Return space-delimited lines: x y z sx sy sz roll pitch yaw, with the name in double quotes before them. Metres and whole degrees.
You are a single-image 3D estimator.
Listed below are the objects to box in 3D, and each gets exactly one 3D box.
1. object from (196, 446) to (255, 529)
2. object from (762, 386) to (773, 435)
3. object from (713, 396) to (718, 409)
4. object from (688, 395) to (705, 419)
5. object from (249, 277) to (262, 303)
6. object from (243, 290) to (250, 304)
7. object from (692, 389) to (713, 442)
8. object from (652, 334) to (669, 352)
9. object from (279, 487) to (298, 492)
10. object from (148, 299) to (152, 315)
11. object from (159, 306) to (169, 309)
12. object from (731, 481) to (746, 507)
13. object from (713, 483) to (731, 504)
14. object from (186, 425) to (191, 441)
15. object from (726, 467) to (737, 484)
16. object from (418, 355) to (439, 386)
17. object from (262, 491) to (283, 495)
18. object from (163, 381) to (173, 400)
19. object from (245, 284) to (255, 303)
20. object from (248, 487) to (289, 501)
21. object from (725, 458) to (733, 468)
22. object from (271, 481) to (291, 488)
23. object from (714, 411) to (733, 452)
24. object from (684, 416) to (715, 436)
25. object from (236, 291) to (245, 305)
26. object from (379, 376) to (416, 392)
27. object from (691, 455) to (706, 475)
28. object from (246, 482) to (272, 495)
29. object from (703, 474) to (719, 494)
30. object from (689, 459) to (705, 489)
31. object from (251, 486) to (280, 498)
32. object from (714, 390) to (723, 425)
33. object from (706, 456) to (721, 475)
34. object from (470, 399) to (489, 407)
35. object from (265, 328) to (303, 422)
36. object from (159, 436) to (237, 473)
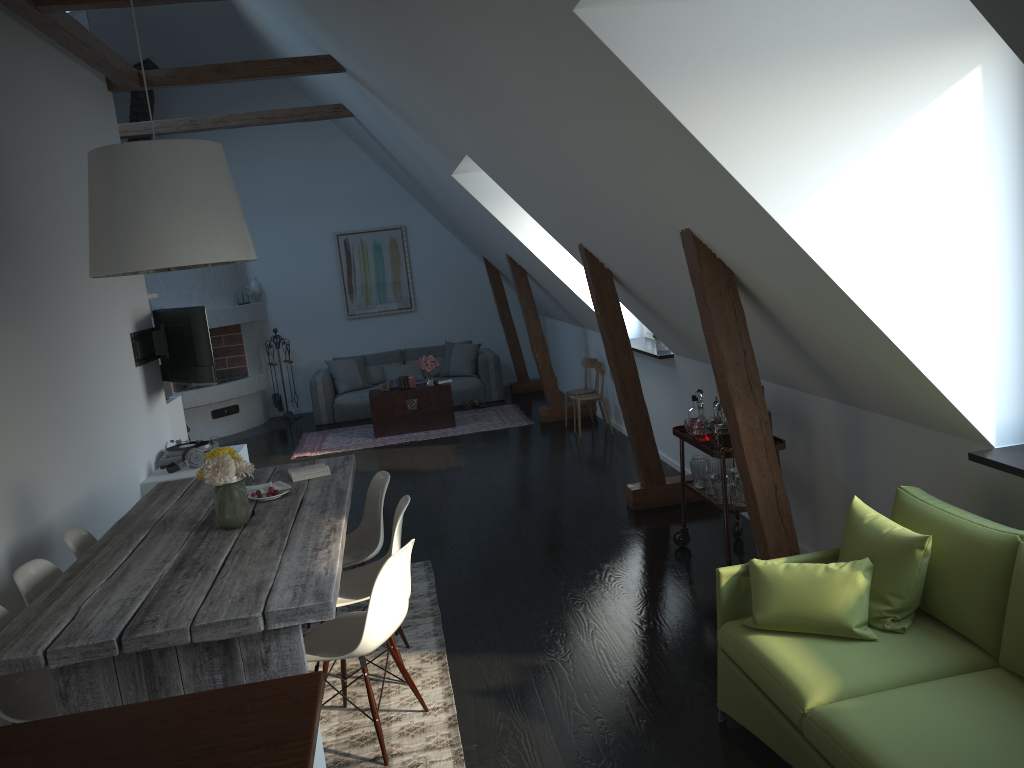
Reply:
"object" -1.273 0.460 3.967 0.233 0.365 0.293 -13 10 -36
"object" 1.325 0.161 4.676 0.081 0.308 0.081 -9 9 -15
"object" 1.211 0.165 5.183 0.052 0.182 0.135 -2 10 29
"object" 1.076 0.166 5.176 0.087 0.206 0.087 -4 9 17
"object" -3.460 -1.248 11.949 0.165 0.368 0.165 -12 10 -35
"object" -3.488 -1.137 11.627 0.092 0.180 0.092 -4 9 15
"object" 1.041 0.172 4.877 0.114 0.292 0.114 -12 10 -35
"object" 1.131 -0.490 7.052 0.309 0.461 0.131 -5 8 11
"object" -1.169 0.539 4.472 0.194 0.022 0.019 -5 8 8
"object" -4.350 -0.887 10.518 0.158 0.274 0.158 -2 10 31
"object" -4.183 -0.873 10.610 0.161 0.114 0.064 -7 8 -5
"object" 1.207 0.582 4.675 0.095 0.119 0.095 1 12 44
"object" 1.130 0.589 4.755 0.092 0.099 0.092 -11 10 -29
"object" -4.033 0.649 10.567 0.384 0.313 0.384 -4 9 19
"object" 1.253 0.533 5.045 0.092 0.099 0.092 -11 10 -29
"object" -0.950 -0.163 10.085 0.235 0.351 0.234 1 11 42
"object" -1.205 0.551 4.464 0.110 0.011 0.058 -7 8 -3
"object" -3.248 0.080 7.730 0.435 0.211 0.496 -8 8 -8
"object" -3.471 -1.198 11.769 0.081 0.258 0.150 -3 9 26
"object" -1.221 0.557 4.461 0.205 0.024 0.205 -9 9 -15
"object" 1.260 0.480 5.209 0.087 0.155 0.087 -12 10 -34
"object" -1.266 0.541 4.636 0.182 0.014 0.185 -12 10 -33
"object" 1.105 0.246 4.591 0.101 0.211 0.101 -6 8 8
"object" 1.099 0.243 5.029 0.245 0.092 0.151 -3 9 21
"object" -3.511 -1.111 11.469 0.092 0.180 0.092 -4 9 20
"object" -1.292 -0.014 10.088 0.413 0.138 0.215 -6 8 4
"object" 1.100 0.501 5.191 0.087 0.155 0.087 -12 10 -34
"object" -1.351 0.549 4.641 0.182 0.016 0.179 -9 8 -12
"object" 1.119 0.561 4.957 0.092 0.099 0.092 -11 10 -29
"object" 1.070 0.518 5.097 0.087 0.155 0.087 -12 10 -34
"object" -1.234 0.548 4.447 0.132 0.034 0.144 -13 10 -35
"object" 1.137 0.165 4.804 0.081 0.307 0.081 -7 8 -2
"object" 1.170 0.503 5.123 0.087 0.155 0.087 -12 10 -34
"object" -0.401 0.239 11.191 0.277 0.090 0.101 0 11 39
"object" -3.101 -0.137 11.954 0.376 1.245 0.376 -11 9 -27
"object" -2.509 0.538 7.072 0.558 0.162 0.742 -8 8 -10
